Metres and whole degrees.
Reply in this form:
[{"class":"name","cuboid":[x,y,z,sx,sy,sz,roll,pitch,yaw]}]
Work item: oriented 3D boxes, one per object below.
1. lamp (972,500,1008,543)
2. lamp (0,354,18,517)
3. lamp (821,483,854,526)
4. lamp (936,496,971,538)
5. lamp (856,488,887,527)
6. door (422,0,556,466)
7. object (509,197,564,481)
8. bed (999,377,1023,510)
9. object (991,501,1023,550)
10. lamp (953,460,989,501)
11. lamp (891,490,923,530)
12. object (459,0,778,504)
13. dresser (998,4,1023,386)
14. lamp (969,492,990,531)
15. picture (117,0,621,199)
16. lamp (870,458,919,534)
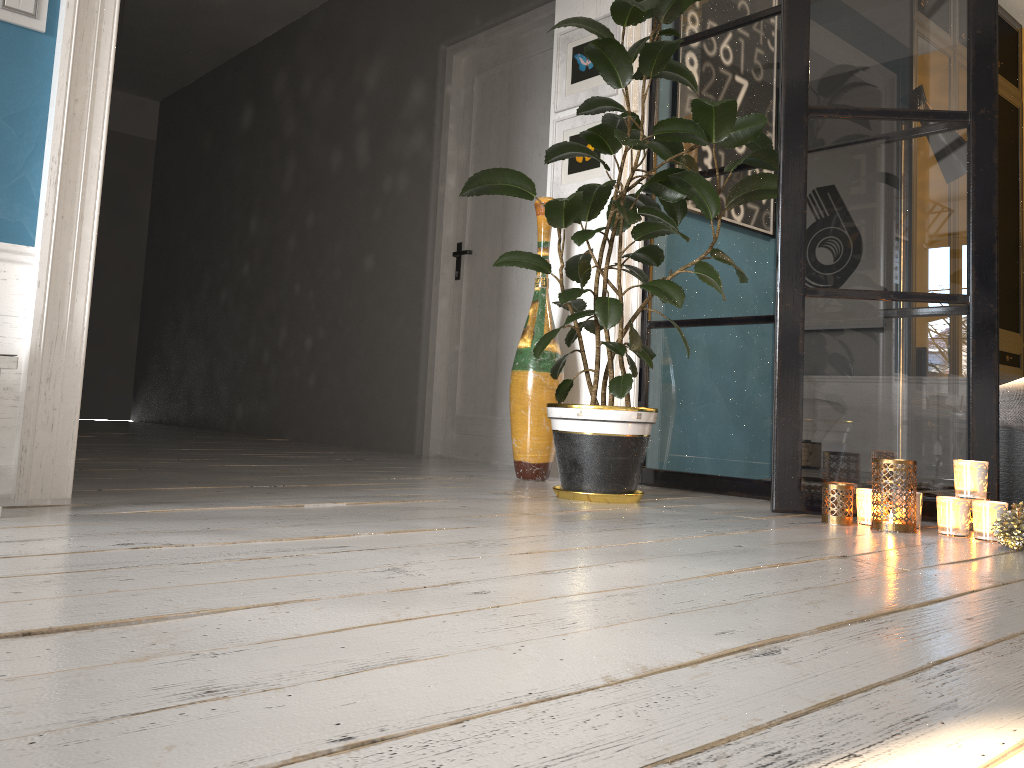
[{"class":"lamp","cuboid":[1.202,0.346,2.226,0.080,0.099,0.080,3,-4,-2]},{"class":"lamp","cuboid":[-1.206,0.017,1.792,0.285,0.480,0.286,7,-6,-43]},{"class":"lamp","cuboid":[0.902,0.333,2.451,0.084,0.111,0.084,1,-5,24]},{"class":"lamp","cuboid":[1.147,0.345,2.298,0.080,0.099,0.080,3,-4,-2]},{"class":"lamp","cuboid":[0.993,0.342,2.443,0.080,0.099,0.080,3,-4,-2]},{"class":"door","cuboid":[-0.016,-0.754,4.605,0.177,2.321,1.035,8,-7,-42]},{"class":"object","cuboid":[0.108,-0.186,3.515,0.215,1.130,0.214,-2,-7,42]},{"class":"bed","cuboid":[2.951,0.119,3.035,2.313,0.774,1.896,5,-3,-42]},{"class":"object","cuboid":[1.400,0.357,2.305,0.192,0.118,0.714,1,-3,37]},{"class":"lamp","cuboid":[1.178,0.247,2.271,0.080,0.099,0.080,3,-4,-2]},{"class":"lamp","cuboid":[1.084,0.346,2.429,0.080,0.099,0.080,3,-4,-2]},{"class":"object","cuboid":[1.498,-0.502,1.826,1.007,1.805,3.893,7,-5,-42]},{"class":"dresser","cuboid":[2.155,-0.808,4.726,1.426,2.633,0.636,7,-7,-42]},{"class":"lamp","cuboid":[1.295,0.354,2.477,0.080,0.107,0.080,7,-6,-42]},{"class":"picture","cuboid":[-0.405,-1.223,3.097,1.938,0.757,0.358,5,-5,-42]},{"class":"lamp","cuboid":[1.015,0.295,2.354,0.114,0.188,0.114,7,-6,-43]}]
